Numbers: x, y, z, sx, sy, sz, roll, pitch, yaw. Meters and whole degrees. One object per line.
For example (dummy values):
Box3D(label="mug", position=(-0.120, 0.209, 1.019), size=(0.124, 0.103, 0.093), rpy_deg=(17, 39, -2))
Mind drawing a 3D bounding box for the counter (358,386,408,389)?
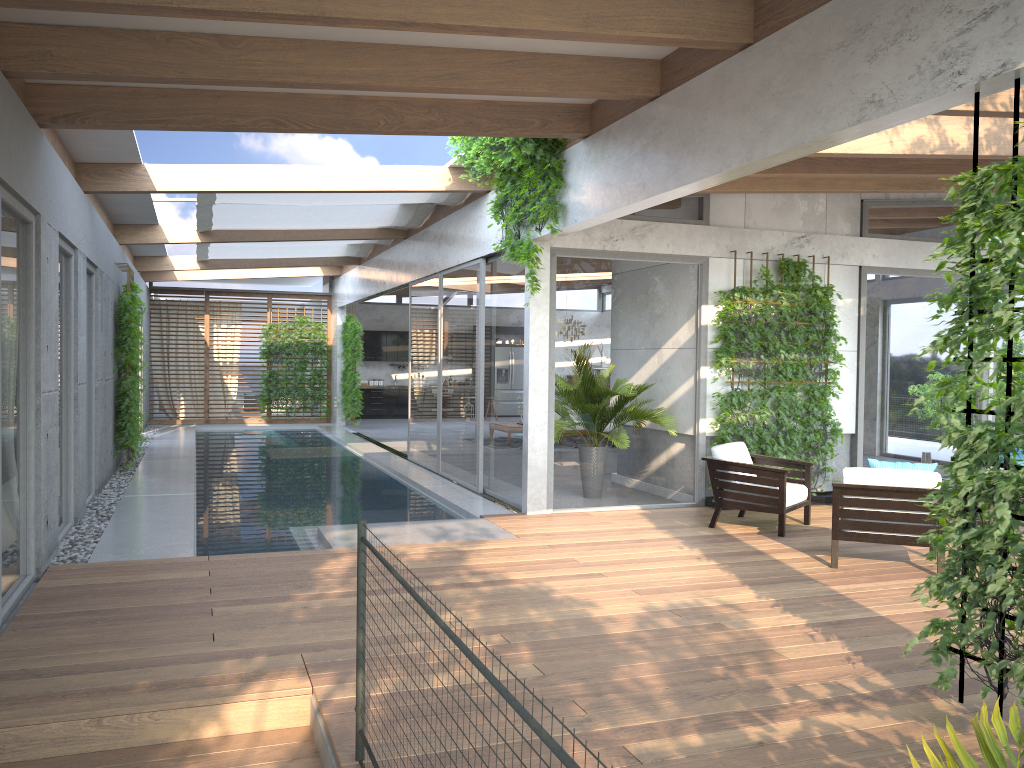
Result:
Box3D(label="counter", position=(-2.841, 0.087, 23.481), size=(3.805, 0.061, 0.607), rpy_deg=(0, 2, -20))

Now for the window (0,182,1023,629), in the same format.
Box3D(label="window", position=(0.287, -0.758, 17.083), size=(14.294, 3.764, 23.280), rpy_deg=(0, 2, -20))

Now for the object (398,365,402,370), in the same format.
Box3D(label="object", position=(-2.977, -0.440, 23.671), size=(0.117, 0.139, 0.093), rpy_deg=(0, 2, -18))

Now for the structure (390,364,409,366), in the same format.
Box3D(label="structure", position=(-2.796, -0.501, 23.748), size=(0.932, 0.046, 0.081), rpy_deg=(0, 2, -20))

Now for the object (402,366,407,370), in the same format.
Box3D(label="object", position=(-2.871, -0.439, 23.700), size=(0.117, 0.139, 0.093), rpy_deg=(1, 1, -3))

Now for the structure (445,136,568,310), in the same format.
Box3D(label="structure", position=(-0.059, -1.718, 8.502), size=(0.918, 2.054, 1.822), rpy_deg=(0, 2, -22))

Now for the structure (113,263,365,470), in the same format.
Box3D(label="structure", position=(-4.450, -0.340, 16.383), size=(2.739, 2.687, 10.282), rpy_deg=(1, 1, -3))

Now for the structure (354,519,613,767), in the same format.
Box3D(label="structure", position=(6.783, 1.052, 10.325), size=(15.587, 3.022, 31.708), rpy_deg=(1, 2, 21))

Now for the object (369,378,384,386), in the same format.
Box3D(label="object", position=(-3.594, -0.052, 23.431), size=(0.405, 0.200, 0.147), rpy_deg=(0, 2, -18))

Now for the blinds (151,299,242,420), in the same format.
Box3D(label="blinds", position=(-7.384, -0.537, 20.834), size=(2.087, 2.898, 0.692), rpy_deg=(0, 2, -16))

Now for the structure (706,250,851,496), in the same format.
Box3D(label="structure", position=(2.914, -0.078, 9.616), size=(1.851, 2.669, 0.500), rpy_deg=(0, 2, -19))

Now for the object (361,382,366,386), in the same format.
Box3D(label="object", position=(-3.843, -0.002, 22.953), size=(0.090, 0.087, 0.086), rpy_deg=(-1, 2, -42))

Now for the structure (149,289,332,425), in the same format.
Box3D(label="structure", position=(-6.417, -0.610, 20.801), size=(4.313, 3.079, 0.085), rpy_deg=(0, 2, -20))

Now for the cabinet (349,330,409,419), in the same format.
Box3D(label="cabinet", position=(-1.859, -0.340, 23.842), size=(5.901, 2.502, 0.709), rpy_deg=(0, 2, -21))

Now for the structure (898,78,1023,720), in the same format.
Box3D(label="structure", position=(2.205, 0.083, 3.299), size=(0.500, 2.687, 1.807), rpy_deg=(0, 2, -19))

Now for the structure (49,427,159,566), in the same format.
Box3D(label="structure", position=(-5.593, 1.141, 12.817), size=(0.477, 0.068, 13.673), rpy_deg=(0, 2, -20))

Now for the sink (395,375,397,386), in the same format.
Box3D(label="sink", position=(-3.028, 0.026, 23.413), size=(0.526, 0.514, 0.514), rpy_deg=(0, 2, -20))

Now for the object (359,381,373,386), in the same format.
Box3D(label="object", position=(-3.874, -0.015, 23.128), size=(0.381, 0.134, 0.590), rpy_deg=(0, 2, -31))

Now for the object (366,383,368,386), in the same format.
Box3D(label="object", position=(-3.774, 0.012, 23.001), size=(0.072, 0.057, 0.083), rpy_deg=(-1, 2, -44))
